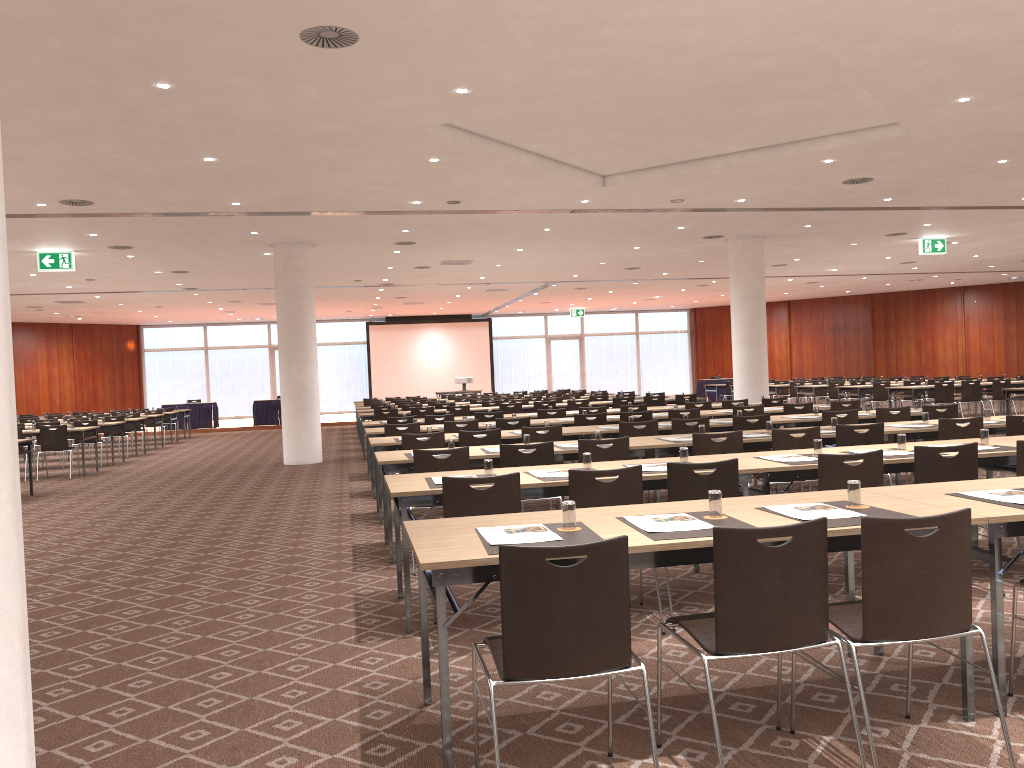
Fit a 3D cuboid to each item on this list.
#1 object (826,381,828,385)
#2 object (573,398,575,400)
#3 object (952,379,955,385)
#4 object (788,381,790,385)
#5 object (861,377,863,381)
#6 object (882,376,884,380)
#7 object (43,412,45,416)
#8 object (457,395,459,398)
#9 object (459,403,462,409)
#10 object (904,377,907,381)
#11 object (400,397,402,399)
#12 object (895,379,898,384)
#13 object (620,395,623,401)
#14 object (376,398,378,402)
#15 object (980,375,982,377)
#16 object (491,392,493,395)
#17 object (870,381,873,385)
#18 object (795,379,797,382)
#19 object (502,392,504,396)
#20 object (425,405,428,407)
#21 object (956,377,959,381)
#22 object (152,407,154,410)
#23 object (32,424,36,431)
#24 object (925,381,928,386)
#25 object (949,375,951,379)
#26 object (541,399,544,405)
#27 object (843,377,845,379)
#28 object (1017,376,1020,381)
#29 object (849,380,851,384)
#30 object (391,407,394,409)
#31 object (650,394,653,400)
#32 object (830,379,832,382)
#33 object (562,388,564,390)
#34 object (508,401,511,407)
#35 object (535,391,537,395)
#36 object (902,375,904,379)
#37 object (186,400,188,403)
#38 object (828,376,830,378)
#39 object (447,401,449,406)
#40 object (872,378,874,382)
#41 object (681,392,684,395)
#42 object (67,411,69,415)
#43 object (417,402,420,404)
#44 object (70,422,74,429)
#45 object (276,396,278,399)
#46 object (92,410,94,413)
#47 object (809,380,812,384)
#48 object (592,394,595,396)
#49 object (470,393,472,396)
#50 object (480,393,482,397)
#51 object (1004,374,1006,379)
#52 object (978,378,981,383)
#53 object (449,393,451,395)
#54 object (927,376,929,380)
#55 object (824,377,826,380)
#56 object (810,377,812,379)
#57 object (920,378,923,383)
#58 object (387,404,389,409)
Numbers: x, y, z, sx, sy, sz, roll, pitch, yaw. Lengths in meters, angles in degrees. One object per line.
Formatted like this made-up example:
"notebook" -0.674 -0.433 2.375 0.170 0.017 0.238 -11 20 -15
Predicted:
"object" 8.158 -0.030 22.960 0.054 0.114 0.054 -3 1 -22
"object" 1.230 0.331 17.592 0.054 0.114 0.054 -4 2 -44
"object" 9.533 -0.042 19.152 0.054 0.114 0.054 -4 2 -44
"object" 7.788 -0.038 24.928 0.054 0.114 0.054 -3 1 -22
"object" 10.009 -0.138 25.350 0.054 0.114 0.054 -4 2 -44
"object" 10.650 -0.166 25.460 0.054 0.114 0.054 -4 2 -44
"object" -13.229 0.859 25.055 0.054 0.114 0.054 -4 2 -44
"object" -1.524 0.357 25.224 0.054 0.114 0.054 -2 1 23
"object" -0.993 0.431 17.170 0.054 0.114 0.054 -2 1 23
"object" 10.379 -0.130 23.381 0.054 0.114 0.054 -4 2 -44
"object" -3.112 0.428 24.917 0.054 0.114 0.054 -2 1 23
"object" 9.165 -0.051 21.126 0.054 0.114 0.054 -4 2 -44
"object" 2.190 0.288 17.777 0.054 0.114 0.054 -2 1 23
"object" -3.764 0.457 24.798 0.054 0.114 0.054 -4 2 -44
"object" 11.397 -0.151 21.548 0.054 0.114 0.054 -2 1 23
"object" -0.630 0.292 27.426 0.054 0.114 0.054 -2 1 23
"object" 8.519 -0.021 21.000 0.054 0.114 0.054 -4 2 -44
"object" 8.686 -0.103 27.140 0.054 0.114 0.054 -3 1 -22
"object" -0.252 0.299 25.452 0.054 0.114 0.054 -2 1 23
"object" -1.636 0.460 17.063 0.054 0.114 0.054 -2 1 23
"object" 10.761 -0.122 21.429 0.054 0.114 0.054 -2 1 23
"object" -10.353 0.729 25.589 0.054 0.114 0.054 -3 1 -22
"object" -8.503 0.769 15.772 0.054 0.114 0.054 -4 2 -44
"object" 8.897 -0.014 19.035 0.054 0.114 0.054 -4 2 -44
"object" 11.670 -0.188 23.623 0.054 0.114 0.054 -4 2 -44
"object" 0.600 0.359 17.477 0.054 0.114 0.054 -4 2 -44
"object" 10.282 -0.174 27.433 0.054 0.114 0.054 -4 2 -44
"object" 11.125 -0.114 19.464 0.054 0.114 0.054 -2 1 23
"object" 8.799 -0.059 23.090 0.054 0.114 0.054 -3 1 -22
"object" -2.279 0.489 16.944 0.054 0.114 0.054 -4 2 -44
"object" 2.817 0.260 17.890 0.054 0.114 0.054 -2 1 23
"object" 9.059 -0.095 25.167 0.054 0.114 0.054 -3 1 -22
"object" 1.596 0.192 27.838 0.054 0.114 0.054 -4 2 -44
"object" -0.041 0.388 17.345 0.054 0.114 0.054 -4 2 -44
"object" 0.701 0.257 25.636 0.054 0.114 0.054 -2 1 23
"object" 11.293 -0.195 25.590 0.054 0.114 0.054 -4 2 -44
"object" -10.601 0.571 28.955 0.054 0.114 0.054 -2 1 1
"object" 10.546 -0.211 29.521 0.054 0.114 0.054 -4 2 -44
"object" -1.377 0.424 19.143 0.054 0.114 0.054 -4 2 -44
"object" 9.440 -0.087 23.205 0.054 0.114 0.054 -3 1 -22
"object" 3.468 0.230 18.008 0.054 0.114 0.054 -4 2 -44
"object" -12.593 0.830 25.162 0.054 0.114 0.054 -4 2 -44
"object" -1.999 0.452 19.016 0.054 0.114 0.054 -4 2 -44
"object" -7.875 0.741 15.877 0.054 0.114 0.054 -4 2 -44
"object" -7.808 0.446 29.480 0.054 0.114 0.054 -2 1 1
"object" -11.945 0.801 25.292 0.054 0.114 0.054 -4 2 -44
"object" 8.430 -0.067 25.048 0.054 0.114 0.054 -3 1 -22
"object" 1.815 0.280 19.730 0.054 0.114 0.054 -2 1 23
"object" -1.260 0.320 27.297 0.054 0.114 0.054 -2 1 23
"object" -0.885 0.328 25.338 0.054 0.114 0.054 -2 1 23
"object" 12.041 -0.180 21.653 0.054 0.114 0.054 -2 1 23
"object" 10.170 -0.071 19.284 0.054 0.114 0.054 -4 2 -44
"object" -1.906 0.349 27.189 0.054 0.114 0.054 -2 1 23
"object" 11.016 -0.158 23.495 0.054 0.114 0.054 -4 2 -44
"object" 9.648 -0.146 27.308 0.054 0.114 0.054 -4 2 -44
"object" 9.915 -0.183 29.399 0.054 0.114 0.054 -4 2 -44
"object" 9.805 -0.079 21.243 0.054 0.114 0.054 -4 2 -44
"object" -2.644 0.481 18.908 0.054 0.114 0.054 -4 2 -44
